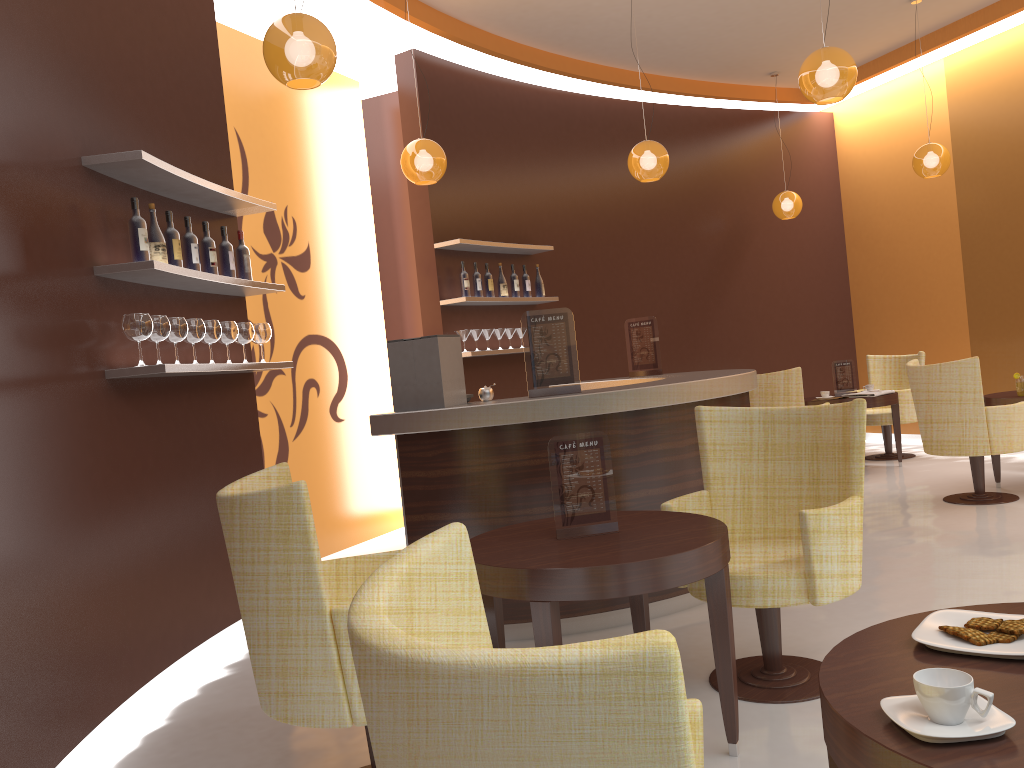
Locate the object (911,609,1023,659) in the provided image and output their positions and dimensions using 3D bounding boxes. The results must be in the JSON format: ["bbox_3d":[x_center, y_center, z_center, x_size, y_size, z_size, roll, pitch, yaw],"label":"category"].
[{"bbox_3d":[0.852,0.448,1.585,0.234,0.020,0.234,-5,1,38],"label":"object"}]

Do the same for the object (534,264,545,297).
[{"bbox_3d":[0.235,-0.897,7.774,0.086,0.303,0.086,-6,1,-9],"label":"object"}]

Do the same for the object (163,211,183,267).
[{"bbox_3d":[-1.559,-0.645,4.067,0.073,0.297,0.073,-5,1,36],"label":"object"}]

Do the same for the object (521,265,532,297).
[{"bbox_3d":[0.120,-0.878,7.642,0.073,0.297,0.073,-6,1,15],"label":"object"}]

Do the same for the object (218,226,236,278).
[{"bbox_3d":[-1.469,-0.662,4.561,0.073,0.297,0.073,-6,1,-26],"label":"object"}]

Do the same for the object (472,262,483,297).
[{"bbox_3d":[-0.280,-0.828,7.120,0.073,0.297,0.073,-6,1,15],"label":"object"}]

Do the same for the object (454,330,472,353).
[{"bbox_3d":[-0.373,-0.332,6.938,0.137,0.174,0.137,-5,1,32],"label":"object"}]

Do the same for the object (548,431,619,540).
[{"bbox_3d":[0.232,0.330,2.909,0.209,0.335,0.042,-6,1,-9],"label":"object"}]

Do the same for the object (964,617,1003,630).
[{"bbox_3d":[0.863,0.439,1.624,0.053,0.014,0.055,-7,1,-40],"label":"object"}]

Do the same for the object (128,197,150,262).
[{"bbox_3d":[-1.578,-0.637,3.741,0.073,0.297,0.073,-6,1,-13],"label":"object"}]

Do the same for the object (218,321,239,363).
[{"bbox_3d":[-1.439,-0.202,4.481,0.125,0.221,0.125,-6,1,2],"label":"object"}]

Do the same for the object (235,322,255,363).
[{"bbox_3d":[-1.407,-0.209,4.649,0.125,0.221,0.125,-6,1,2],"label":"object"}]

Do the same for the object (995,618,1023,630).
[{"bbox_3d":[0.899,0.436,1.595,0.054,0.018,0.051,-5,1,24],"label":"object"}]

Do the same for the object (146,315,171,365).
[{"bbox_3d":[-1.533,-0.182,3.831,0.125,0.221,0.125,-6,1,2],"label":"object"}]

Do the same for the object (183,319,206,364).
[{"bbox_3d":[-1.493,-0.191,4.155,0.125,0.221,0.125,-6,1,2],"label":"object"}]

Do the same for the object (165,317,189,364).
[{"bbox_3d":[-1.516,-0.186,3.993,0.125,0.221,0.125,-6,1,2],"label":"object"}]

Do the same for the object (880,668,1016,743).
[{"bbox_3d":[0.617,0.453,1.266,0.153,0.069,0.153,-6,1,-1],"label":"object"}]

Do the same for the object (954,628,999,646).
[{"bbox_3d":[0.811,0.442,1.551,0.051,0.018,0.054,-6,1,-25],"label":"object"}]

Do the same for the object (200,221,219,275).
[{"bbox_3d":[-1.504,-0.656,4.390,0.073,0.297,0.073,-6,1,-13],"label":"object"}]

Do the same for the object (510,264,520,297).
[{"bbox_3d":[0.020,-0.866,7.520,0.073,0.297,0.073,-6,1,15],"label":"object"}]

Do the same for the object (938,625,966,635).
[{"bbox_3d":[0.803,0.445,1.596,0.052,0.018,0.055,-6,1,1],"label":"object"}]

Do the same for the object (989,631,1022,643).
[{"bbox_3d":[0.859,0.444,1.558,0.051,0.018,0.054,-7,1,-36],"label":"object"}]

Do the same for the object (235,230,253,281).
[{"bbox_3d":[-1.432,-0.669,4.722,0.073,0.297,0.073,-6,1,-13],"label":"object"}]

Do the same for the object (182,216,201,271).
[{"bbox_3d":[-1.534,-0.650,4.232,0.073,0.297,0.073,-6,1,-13],"label":"object"}]

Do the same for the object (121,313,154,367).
[{"bbox_3d":[-1.545,-0.178,3.672,0.125,0.221,0.125,-6,1,2],"label":"object"}]

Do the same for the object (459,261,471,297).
[{"bbox_3d":[-0.374,-0.816,6.977,0.073,0.297,0.073,-6,1,15],"label":"object"}]

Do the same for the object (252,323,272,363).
[{"bbox_3d":[-1.361,-0.216,4.811,0.125,0.221,0.125,-6,1,2],"label":"object"}]

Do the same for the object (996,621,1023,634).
[{"bbox_3d":[0.890,0.429,1.561,0.052,0.016,0.055,-6,1,-24],"label":"object"}]

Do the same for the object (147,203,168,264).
[{"bbox_3d":[-1.579,-0.645,3.925,0.086,0.303,0.086,-7,1,-44],"label":"object"}]

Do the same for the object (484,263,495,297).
[{"bbox_3d":[-0.192,-0.839,7.248,0.073,0.297,0.073,-6,1,-26],"label":"object"}]

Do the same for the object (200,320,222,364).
[{"bbox_3d":[-1.470,-0.196,4.316,0.125,0.221,0.125,-6,1,2],"label":"object"}]

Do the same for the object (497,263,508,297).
[{"bbox_3d":[-0.086,-0.858,7.400,0.086,0.303,0.086,-7,1,-39],"label":"object"}]
